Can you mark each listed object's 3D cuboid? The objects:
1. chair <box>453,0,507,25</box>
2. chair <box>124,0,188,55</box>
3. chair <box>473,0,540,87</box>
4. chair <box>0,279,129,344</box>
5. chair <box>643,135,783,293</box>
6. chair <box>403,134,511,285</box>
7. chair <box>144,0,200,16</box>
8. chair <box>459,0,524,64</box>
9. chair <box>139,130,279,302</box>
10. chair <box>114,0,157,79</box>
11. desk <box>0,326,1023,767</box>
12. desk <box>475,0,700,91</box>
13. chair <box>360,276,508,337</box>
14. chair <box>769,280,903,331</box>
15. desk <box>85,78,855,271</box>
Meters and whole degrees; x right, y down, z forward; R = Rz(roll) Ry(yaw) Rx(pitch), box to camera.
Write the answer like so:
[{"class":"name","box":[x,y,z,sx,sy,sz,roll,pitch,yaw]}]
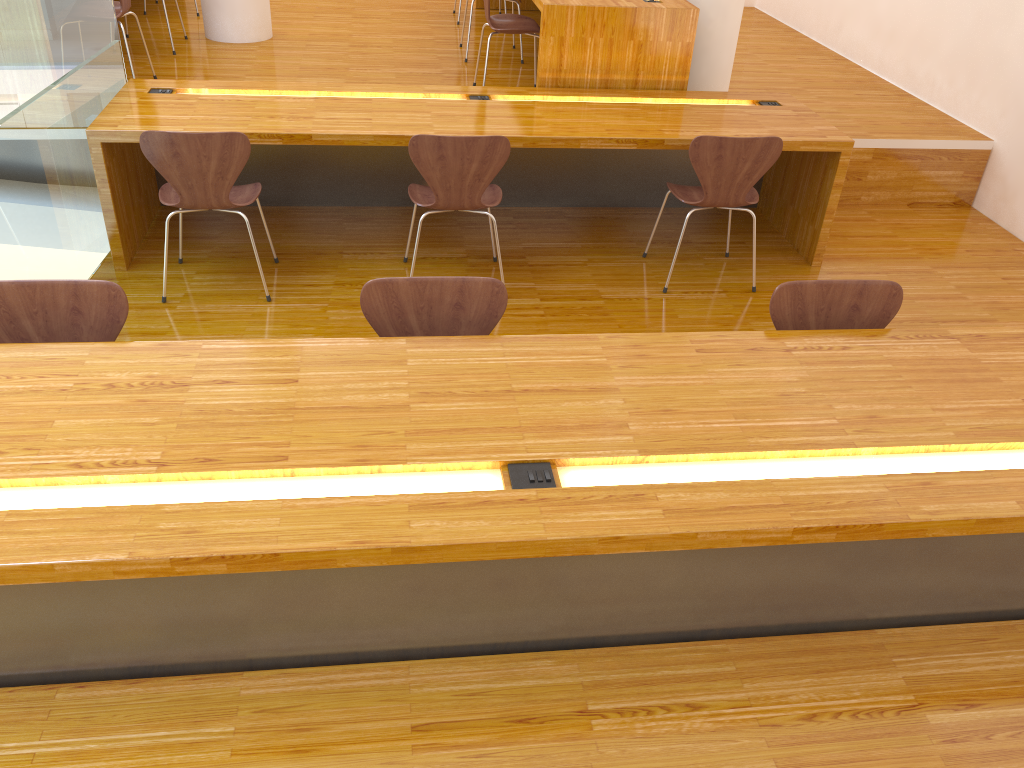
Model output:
[{"class":"chair","box":[-0.226,-3.054,6.539,0.381,0.693,0.428,-1,33,-8]},{"class":"chair","box":[-2.224,-2.388,5.317,0.381,0.693,0.428,-1,33,-8]},{"class":"chair","box":[0.004,-1.907,4.806,0.381,0.693,0.428,-1,33,-8]},{"class":"chair","box":[-1.162,0.130,2.246,0.428,0.693,0.381,-1,33,-8]},{"class":"chair","box":[0.867,-0.795,3.868,0.428,0.693,0.381,-1,33,-8]},{"class":"chair","box":[-0.236,-0.747,3.682,0.428,0.693,0.381,-1,33,-8]},{"class":"chair","box":[-2.406,-3.001,6.236,0.381,0.693,0.428,-1,33,-8]},{"class":"chair","box":[-0.120,-2.439,5.609,0.381,0.693,0.428,-1,33,-8]},{"class":"chair","box":[-1.198,-0.723,3.549,0.428,0.693,0.381,-1,33,-8]},{"class":"chair","box":[-2.100,-1.855,4.514,0.381,0.693,0.428,-1,33,-8]},{"class":"desk","box":[0.000,0.609,2.005,3.236,0.918,1.285,-1,33,-8]},{"class":"desk","box":[0.302,-2.404,5.668,0.760,0.606,3.185,-1,33,-8]},{"class":"chair","box":[-0.200,0.107,2.380,0.428,0.693,0.381,-1,33,-8]},{"class":"chair","box":[0.913,0.101,2.502,0.428,0.693,0.381,-1,33,-8]},{"class":"desk","box":[-0.143,-0.978,4.134,3.185,0.606,0.760,-1,33,-8]}]
